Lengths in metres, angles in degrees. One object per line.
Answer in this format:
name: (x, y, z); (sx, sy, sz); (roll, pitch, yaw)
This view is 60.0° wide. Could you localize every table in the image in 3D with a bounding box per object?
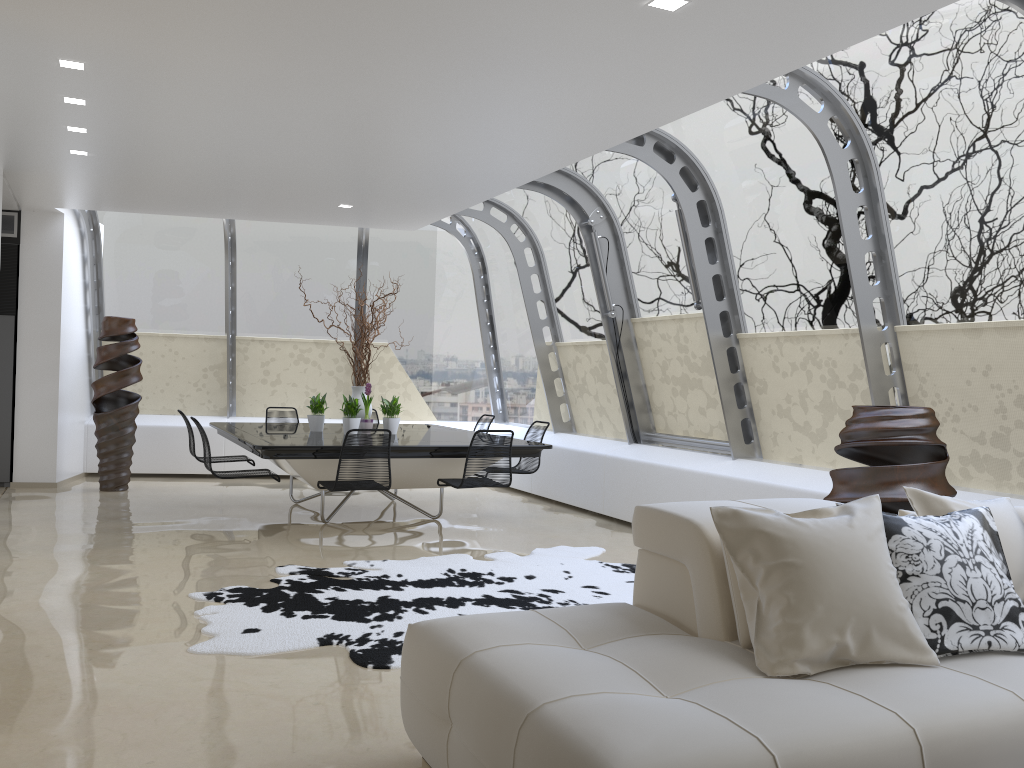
table: (-1.406, 0.839, 8.401); (2.494, 0.759, 3.031); (2, 0, -25)

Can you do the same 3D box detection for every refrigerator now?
refrigerator: (-5.740, 0.140, 9.282); (1.006, 1.742, 0.234); (2, 0, -12)

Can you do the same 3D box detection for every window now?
window: (-4.525, -0.299, 3.848); (16.693, 3.674, 16.171); (2, 0, -19)

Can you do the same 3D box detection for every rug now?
rug: (-0.241, 1.270, 5.209); (3.220, 0.008, 2.705); (2, 0, -25)

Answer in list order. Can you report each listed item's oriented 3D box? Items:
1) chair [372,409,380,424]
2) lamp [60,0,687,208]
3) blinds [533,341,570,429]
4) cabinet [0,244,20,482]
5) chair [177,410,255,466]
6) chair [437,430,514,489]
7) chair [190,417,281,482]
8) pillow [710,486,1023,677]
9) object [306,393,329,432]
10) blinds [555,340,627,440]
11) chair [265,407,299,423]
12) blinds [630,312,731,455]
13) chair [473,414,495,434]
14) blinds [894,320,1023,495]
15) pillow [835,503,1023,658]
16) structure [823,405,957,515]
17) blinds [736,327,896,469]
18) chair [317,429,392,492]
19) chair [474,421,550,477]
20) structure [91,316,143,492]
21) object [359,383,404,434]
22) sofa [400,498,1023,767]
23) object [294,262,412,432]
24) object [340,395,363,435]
chair: (-1.606, 0.547, 9.997); (0.446, 0.519, 0.688); (2, 0, -25)
lamp: (-3.868, -1.735, 1.995); (9.775, 0.004, 9.928); (2, 0, -24)
blinds: (0.311, 0.573, 10.902); (0.663, 2.118, 1.829); (2, 0, -25)
cabinet: (-6.372, -0.223, 9.456); (2.252, 2.558, 0.831); (2, 0, -11)
chair: (-2.834, 0.514, 8.487); (0.688, 0.519, 0.446); (2, 0, -25)
chair: (-0.277, 0.607, 7.165); (0.446, 0.519, 0.688); (2, 0, -25)
chair: (-2.292, 0.538, 7.332); (0.688, 0.519, 0.446); (2, 0, -25)
pillow: (2.372, 0.664, 2.466); (3.322, 0.530, 1.656); (2, 0, 35)
object: (-1.835, 0.261, 8.365); (0.215, 0.369, 0.284); (2, 0, 13)
blinds: (0.913, 0.072, 9.273); (0.329, 1.027, 1.430); (2, 0, -25)
chair: (-2.443, 0.521, 9.604); (0.446, 0.519, 0.688); (2, 0, -25)
blinds: (1.545, 0.006, 7.865); (0.387, 1.214, 1.376); (2, 0, -25)
chair: (-0.558, 0.585, 9.557); (0.688, 0.519, 0.446); (2, 0, -25)
blinds: (2.875, 0.159, 5.092); (0.329, 1.027, 1.430); (2, 0, -25)
pillow: (1.439, 0.661, 2.955); (0.604, 0.471, 0.394); (2, 0, -9)
structure: (2.073, 0.749, 4.896); (0.674, 1.258, 0.672); (2, 0, 42)
blinds: (2.221, 0.130, 6.486); (0.329, 1.027, 1.430); (2, 0, -25)
chair: (-1.180, 0.579, 6.741); (0.446, 0.519, 0.688); (2, 0, -25)
chair: (-0.016, 0.609, 8.401); (0.688, 0.519, 0.446); (2, 0, -25)
structure: (-4.175, 0.214, 9.363); (0.498, 1.843, 0.493); (2, 0, -14)
object: (-1.210, 0.232, 8.326); (0.417, 0.476, 0.238); (2, 0, 3)
sofa: (1.954, 0.934, 1.899); (3.257, 0.866, 4.169); (2, 0, -25)
object: (-1.546, -0.321, 8.358); (1.031, 1.549, 1.135); (2, 0, -33)
object: (-1.464, 0.275, 8.061); (0.215, 0.369, 0.284); (2, 0, 8)
